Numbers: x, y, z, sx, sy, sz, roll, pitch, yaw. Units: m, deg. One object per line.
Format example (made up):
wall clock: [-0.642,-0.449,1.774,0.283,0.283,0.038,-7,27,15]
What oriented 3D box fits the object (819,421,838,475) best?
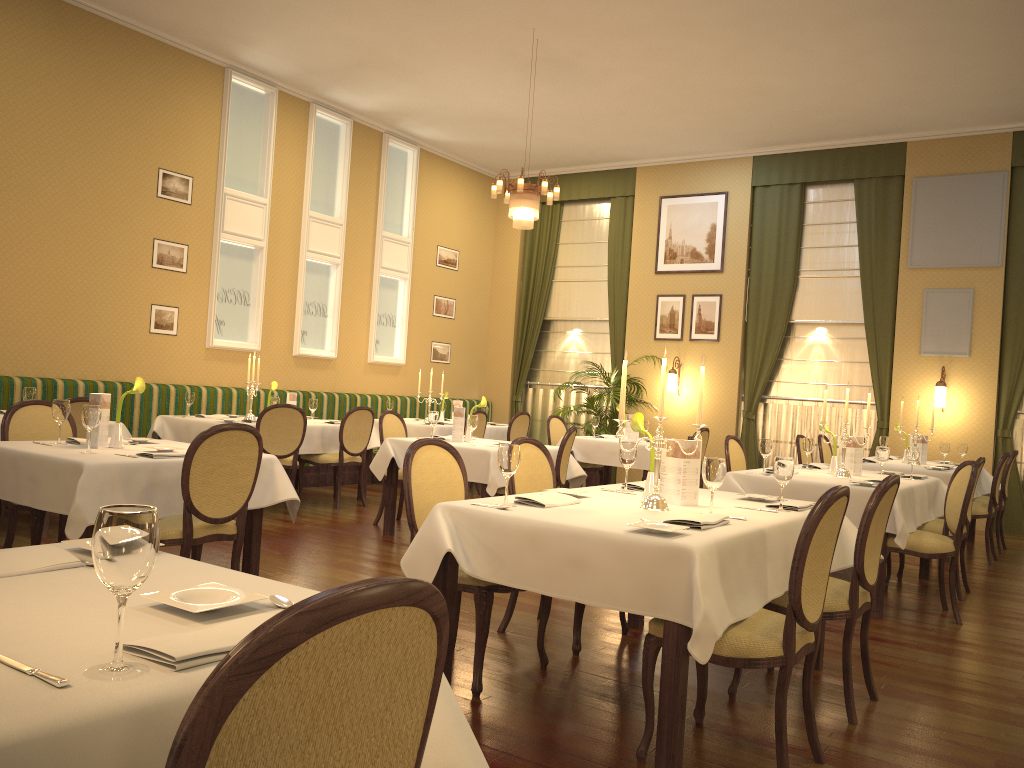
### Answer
object: [2.232,0.443,6.229,0.076,0.375,0.163,4,-1,-34]

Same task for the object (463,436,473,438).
object: [-0.391,0.454,7.493,0.160,0.024,0.160,4,-1,34]

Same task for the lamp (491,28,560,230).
lamp: [0.161,-2.336,8.177,0.593,1.796,0.593,4,-1,32]

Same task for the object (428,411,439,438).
object: [-0.633,0.331,7.090,0.088,0.229,0.088,4,-1,-14]

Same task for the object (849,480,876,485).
object: [2.187,0.614,5.519,0.181,0.015,0.038,3,-1,35]

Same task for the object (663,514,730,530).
object: [0.657,0.485,3.146,0.142,0.033,0.273,4,-1,34]

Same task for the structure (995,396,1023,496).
structure: [6.226,-0.578,9.372,1.898,4.511,0.137,4,-1,34]

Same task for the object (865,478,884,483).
object: [2.324,0.618,5.625,0.142,0.033,0.273,4,-1,34]

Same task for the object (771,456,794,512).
object: [1.140,0.421,3.740,0.088,0.229,0.088,4,0,-8]

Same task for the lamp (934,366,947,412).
lamp: [4.786,0.054,9.909,0.114,0.513,0.323,4,-1,23]

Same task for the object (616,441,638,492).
object: [0.534,0.384,4.115,0.088,0.229,0.088,4,0,-8]

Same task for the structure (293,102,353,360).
structure: [-2.300,-1.805,10.684,0.200,2.985,0.661,4,-1,34]

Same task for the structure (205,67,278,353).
structure: [-2.966,-1.858,9.692,0.200,2.985,0.687,4,-1,34]

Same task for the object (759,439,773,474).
object: [1.651,0.473,5.784,0.088,0.229,0.088,4,0,-8]

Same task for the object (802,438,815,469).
object: [2.201,0.517,6.595,0.088,0.229,0.088,4,0,-8]

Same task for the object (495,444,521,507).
object: [-0.016,0.340,3.305,0.088,0.229,0.088,4,0,-8]

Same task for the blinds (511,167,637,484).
blinds: [0.855,-0.921,12.870,1.934,4.537,0.225,4,-1,33]

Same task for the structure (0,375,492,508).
structure: [-4.193,0.456,7.344,0.850,1.031,14.516,4,-1,34]

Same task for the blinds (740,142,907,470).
blinds: [3.752,-0.744,10.900,1.878,4.537,0.129,4,-1,34]

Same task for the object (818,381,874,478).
object: [2.254,0.306,5.996,0.390,0.655,0.131,4,-1,-22]

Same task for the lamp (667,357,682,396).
lamp: [2.142,-0.108,11.695,0.114,0.513,0.323,4,-1,23]

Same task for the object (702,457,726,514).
object: [0.751,0.391,3.317,0.088,0.229,0.088,4,-1,-14]

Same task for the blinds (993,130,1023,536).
blinds: [6.166,-0.596,9.268,1.876,4.537,0.129,4,-1,34]

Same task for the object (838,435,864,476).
object: [2.374,0.503,6.188,0.166,0.277,0.081,4,0,5]

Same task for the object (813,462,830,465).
object: [2.444,0.640,6.998,0.160,0.024,0.160,4,-1,34]

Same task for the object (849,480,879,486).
object: [2.141,0.606,5.363,0.160,0.024,0.160,4,-1,34]

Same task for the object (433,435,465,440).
object: [-0.516,0.441,7.253,0.142,0.033,0.273,4,-1,34]

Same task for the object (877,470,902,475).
object: [2.798,0.660,6.576,0.160,0.024,0.160,4,-1,34]

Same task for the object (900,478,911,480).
object: [2.688,0.656,6.194,0.185,0.010,0.017,4,-1,34]

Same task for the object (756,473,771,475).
object: [1.590,0.576,5.713,0.181,0.015,0.038,3,-1,35]

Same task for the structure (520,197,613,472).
structure: [0.916,-0.903,12.965,1.942,4.511,0.123,4,-1,34]

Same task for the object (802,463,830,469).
object: [2.319,0.627,6.758,0.142,0.033,0.273,4,-1,34]

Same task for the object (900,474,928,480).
object: [2.895,0.666,6.383,0.142,0.024,0.273,4,-1,34]

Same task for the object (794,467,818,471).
object: [2.154,0.623,6.520,0.185,0.010,0.017,3,-1,35]

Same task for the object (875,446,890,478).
object: [2.418,0.525,5.796,0.088,0.229,0.088,4,-1,-14]

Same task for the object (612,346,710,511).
object: [0.587,0.173,3.517,0.390,0.655,0.131,4,-1,-22]

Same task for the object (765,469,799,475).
object: [1.809,0.586,5.933,0.142,0.033,0.273,4,-1,34]

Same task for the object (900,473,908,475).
object: [2.972,0.676,6.594,0.181,0.015,0.038,3,-1,35]

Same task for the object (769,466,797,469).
object: [1.906,0.597,6.231,0.160,0.024,0.160,4,-1,34]

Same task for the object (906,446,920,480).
object: [2.808,0.554,6.219,0.088,0.229,0.088,4,0,-8]

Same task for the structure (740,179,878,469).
structure: [3.811,-0.726,11.002,1.900,4.511,0.134,4,-1,34]

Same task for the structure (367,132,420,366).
structure: [-1.592,-1.749,11.736,0.200,2.985,0.670,4,-1,34]

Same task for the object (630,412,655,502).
object: [0.565,0.310,3.750,0.076,0.375,0.163,4,-1,-34]

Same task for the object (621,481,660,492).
object: [0.652,0.494,4.278,0.142,0.033,0.273,4,-1,34]

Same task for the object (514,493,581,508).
object: [0.142,0.453,3.454,0.142,0.033,0.273,4,-1,34]
